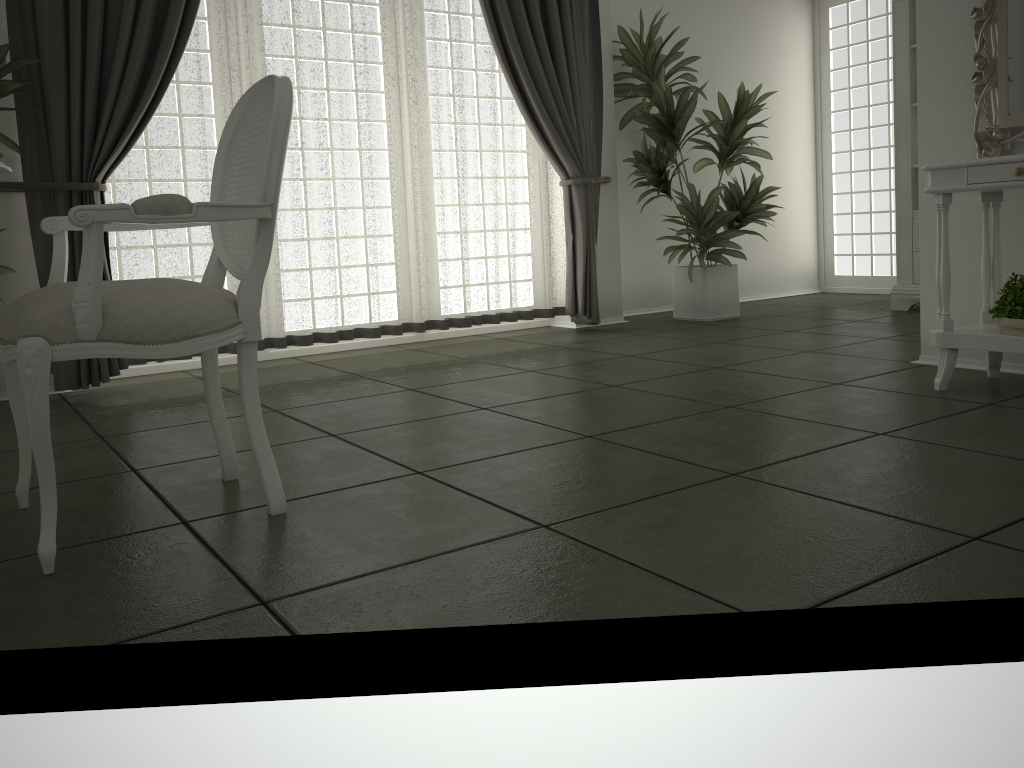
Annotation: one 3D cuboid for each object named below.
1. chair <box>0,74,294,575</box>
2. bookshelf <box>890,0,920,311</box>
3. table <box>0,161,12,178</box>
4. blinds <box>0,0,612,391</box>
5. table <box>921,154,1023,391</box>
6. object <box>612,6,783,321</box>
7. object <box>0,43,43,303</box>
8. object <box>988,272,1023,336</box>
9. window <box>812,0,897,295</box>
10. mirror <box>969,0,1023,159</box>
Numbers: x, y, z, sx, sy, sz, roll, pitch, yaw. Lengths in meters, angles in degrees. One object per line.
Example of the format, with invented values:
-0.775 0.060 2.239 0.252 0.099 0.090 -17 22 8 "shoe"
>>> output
-0.856 -0.215 2.123 0.693 1.055 0.597 -7 7 -32 "chair"
2.995 -1.626 5.493 0.627 2.326 1.155 -6 6 -33 "bookshelf"
-1.355 -0.005 1.711 0.744 0.823 0.743 -8 8 -36 "table"
-0.882 -1.447 4.810 3.679 2.583 0.662 -8 7 -33 "blinds"
1.816 -0.365 2.974 0.434 0.799 0.701 -6 8 -33 "table"
1.265 -1.489 5.922 1.163 2.080 1.046 -4 6 -15 "object"
-2.432 -0.858 3.298 1.163 2.080 1.046 -4 6 -15 "object"
1.827 -0.293 2.985 0.376 0.230 0.348 -9 10 -37 "object"
2.864 -1.965 7.060 0.058 2.482 1.004 -6 6 -33 "window"
1.998 -1.410 3.058 0.082 1.199 0.841 -6 7 -33 "mirror"
